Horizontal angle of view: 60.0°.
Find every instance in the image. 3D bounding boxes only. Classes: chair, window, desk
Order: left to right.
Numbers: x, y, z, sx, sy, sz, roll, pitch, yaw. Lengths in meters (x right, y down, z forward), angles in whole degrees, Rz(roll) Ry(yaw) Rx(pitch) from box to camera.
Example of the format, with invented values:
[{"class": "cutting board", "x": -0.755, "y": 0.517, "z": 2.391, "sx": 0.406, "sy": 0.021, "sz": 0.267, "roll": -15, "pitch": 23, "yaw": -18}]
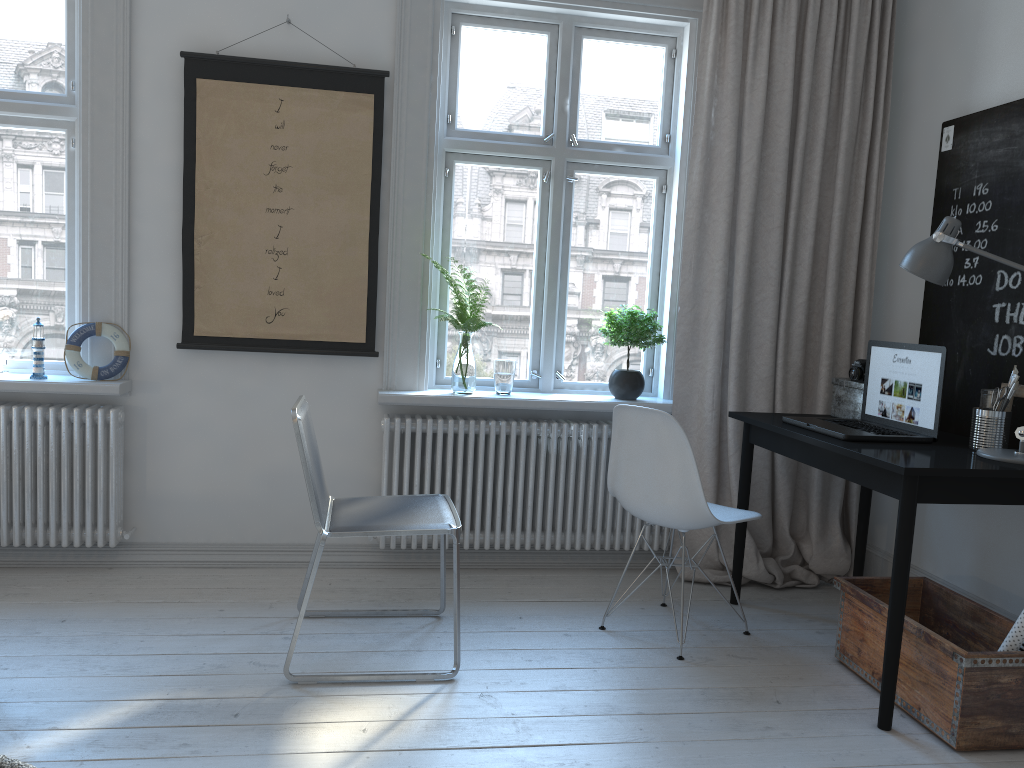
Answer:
[{"class": "window", "x": -5.673, "y": -1.327, "z": 4.451, "sx": 7.979, "sy": 7.023, "sz": 11.942, "roll": 2, "pitch": 6, "yaw": -10}, {"class": "window", "x": -12.026, "y": -4.237, "z": 14.598, "sx": 25.645, "sy": 15.050, "sz": 26.492, "roll": 2, "pitch": 6, "yaw": -10}, {"class": "chair", "x": -0.436, "y": 0.459, "z": 2.848, "sx": 0.525, "sy": 0.799, "sz": 0.561, "roll": 2, "pitch": 6, "yaw": -10}, {"class": "chair", "x": 0.583, "y": 0.475, "z": 3.119, "sx": 0.554, "sy": 0.826, "sz": 0.473, "roll": -3, "pitch": 8, "yaw": -44}, {"class": "desk", "x": 1.247, "y": 0.554, "z": 3.016, "sx": 0.651, "sy": 0.760, "sz": 1.157, "roll": 2, "pitch": 6, "yaw": -10}]

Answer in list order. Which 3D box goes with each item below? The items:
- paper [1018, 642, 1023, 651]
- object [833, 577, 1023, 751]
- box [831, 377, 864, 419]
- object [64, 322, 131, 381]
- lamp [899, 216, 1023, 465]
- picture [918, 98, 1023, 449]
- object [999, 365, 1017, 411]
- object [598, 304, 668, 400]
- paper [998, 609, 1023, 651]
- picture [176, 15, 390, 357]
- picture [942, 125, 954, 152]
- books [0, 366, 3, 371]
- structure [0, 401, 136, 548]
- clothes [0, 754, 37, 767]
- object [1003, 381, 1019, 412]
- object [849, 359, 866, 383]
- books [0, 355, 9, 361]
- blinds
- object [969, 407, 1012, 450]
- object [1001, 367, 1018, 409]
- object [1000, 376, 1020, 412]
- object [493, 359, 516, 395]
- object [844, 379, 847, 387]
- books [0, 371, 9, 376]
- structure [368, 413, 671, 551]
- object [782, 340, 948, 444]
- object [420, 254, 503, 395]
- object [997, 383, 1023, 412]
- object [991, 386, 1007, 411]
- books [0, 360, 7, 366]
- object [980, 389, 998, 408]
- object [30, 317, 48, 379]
[{"class": "paper", "x": 1.438, "y": 0.649, "z": 2.409, "sx": 0.266, "sy": 0.670, "sz": 0.043, "roll": 7, "pitch": 8, "yaw": 35}, {"class": "object", "x": 1.293, "y": 0.825, "z": 2.693, "sx": 0.339, "sy": 0.283, "sz": 0.663, "roll": 2, "pitch": 5, "yaw": -10}, {"class": "box", "x": 1.373, "y": 0.066, "z": 3.405, "sx": 0.193, "sy": 0.153, "sz": 0.316, "roll": 2, "pitch": 5, "yaw": -10}, {"class": "object", "x": -1.603, "y": -0.126, "z": 3.431, "sx": 0.236, "sy": 0.228, "sz": 0.079, "roll": 1, "pitch": 7, "yaw": -24}, {"class": "lamp", "x": 1.459, "y": -0.141, "z": 2.644, "sx": 0.230, "sy": 0.717, "sz": 0.616, "roll": -2, "pitch": 8, "yaw": -39}, {"class": "picture", "x": 1.715, "y": -0.372, "z": 2.994, "sx": 0.064, "sy": 1.174, "sz": 0.951, "roll": 2, "pitch": 6, "yaw": -10}, {"class": "object", "x": 1.517, "y": 0.073, "z": 2.746, "sx": 0.060, "sy": 0.268, "sz": 0.008, "roll": 4, "pitch": 6, "yaw": 7}, {"class": "object", "x": 0.501, "y": -0.138, "z": 3.799, "sx": 0.309, "sy": 0.408, "sz": 0.271, "roll": 8, "pitch": 8, "yaw": 40}, {"class": "paper", "x": 1.379, "y": 0.664, "z": 2.401, "sx": 0.041, "sy": 0.628, "sz": 0.282, "roll": -1, "pitch": 7, "yaw": -31}, {"class": "picture", "x": -0.902, "y": -0.778, "z": 3.510, "sx": 0.793, "sy": 1.316, "sz": 0.057, "roll": 2, "pitch": 6, "yaw": -10}, {"class": "picture", "x": 1.645, "y": -0.926, "z": 3.347, "sx": 0.004, "sy": 0.088, "sz": 0.060, "roll": 2, "pitch": 6, "yaw": -13}, {"class": "books", "x": -2.106, "y": -0.059, "z": 3.370, "sx": 0.262, "sy": 0.025, "sz": 0.207, "roll": 2, "pitch": 5, "yaw": -17}, {"class": "structure", "x": -2.241, "y": 0.331, "z": 3.397, "sx": 1.506, "sy": 0.548, "sz": 0.195, "roll": 2, "pitch": 6, "yaw": -10}, {"class": "clothes", "x": -0.905, "y": 0.799, "z": 1.444, "sx": 0.234, "sy": 0.289, "sz": 0.283, "roll": 6, "pitch": 7, "yaw": 29}, {"class": "object", "x": 1.507, "y": 0.098, "z": 2.740, "sx": 0.082, "sy": 0.222, "sz": 0.009, "roll": 5, "pitch": 7, "yaw": 19}, {"class": "object", "x": 1.299, "y": -0.050, "z": 3.317, "sx": 0.073, "sy": 0.087, "sz": 0.137, "roll": 2, "pitch": 6, "yaw": -10}, {"class": "books", "x": -2.089, "y": -0.100, "z": 3.362, "sx": 0.269, "sy": 0.015, "sz": 0.202, "roll": 2, "pitch": 5, "yaw": -13}, {"class": "blinds", "x": 1.115, "y": -0.462, "z": 3.622, "sx": 0.831, "sy": 2.652, "sz": 0.224, "roll": 2, "pitch": 6, "yaw": -10}, {"class": "object", "x": 1.495, "y": 0.144, "z": 2.772, "sx": 0.108, "sy": 0.129, "sz": 0.108, "roll": 4, "pitch": 6, "yaw": 5}, {"class": "object", "x": 1.517, "y": 0.076, "z": 2.742, "sx": 0.062, "sy": 0.264, "sz": 0.012, "roll": 7, "pitch": 7, "yaw": 32}, {"class": "object", "x": 1.504, "y": 0.090, "z": 2.727, "sx": 0.009, "sy": 0.240, "sz": 0.084, "roll": -1, "pitch": 7, "yaw": -33}, {"class": "object", "x": -0.034, "y": -0.029, "z": 3.723, "sx": 0.097, "sy": 0.146, "sz": 0.097, "roll": 3, "pitch": 6, "yaw": -4}, {"class": "object", "x": 1.350, "y": -0.052, "z": 3.422, "sx": 0.167, "sy": 0.130, "sz": 0.056, "roll": 2, "pitch": 6, "yaw": -11}, {"class": "books", "x": -2.092, "y": -0.039, "z": 3.362, "sx": 0.272, "sy": 0.013, "sz": 0.219, "roll": 2, "pitch": 5, "yaw": -13}, {"class": "structure", "x": 0.152, "y": 0.422, "z": 3.808, "sx": 1.506, "sy": 0.548, "sz": 0.195, "roll": 2, "pitch": 6, "yaw": -10}, {"class": "object", "x": 1.180, "y": 0.011, "z": 3.013, "sx": 0.325, "sy": 0.316, "sz": 0.445, "roll": 2, "pitch": 6, "yaw": -10}, {"class": "object", "x": -0.203, "y": -0.243, "z": 3.663, "sx": 0.304, "sy": 0.566, "sz": 0.414, "roll": 6, "pitch": 6, "yaw": 24}, {"class": "object", "x": 1.557, "y": 0.107, "z": 2.732, "sx": 0.034, "sy": 0.209, "sz": 0.137, "roll": 0, "pitch": 7, "yaw": -30}, {"class": "object", "x": 1.506, "y": 0.103, "z": 2.780, "sx": 0.050, "sy": 0.199, "sz": 0.081, "roll": 5, "pitch": 6, "yaw": 15}, {"class": "books", "x": -2.095, "y": -0.081, "z": 3.363, "sx": 0.253, "sy": 0.022, "sz": 0.207, "roll": 2, "pitch": 5, "yaw": -9}, {"class": "object", "x": 1.552, "y": 0.113, "z": 2.870, "sx": 0.079, "sy": 0.188, "sz": 0.078, "roll": -1, "pitch": 7, "yaw": -31}, {"class": "object", "x": -1.805, "y": -0.137, "z": 3.380, "sx": 0.059, "sy": 0.235, "sz": 0.060, "roll": 7, "pitch": 7, "yaw": 32}]
